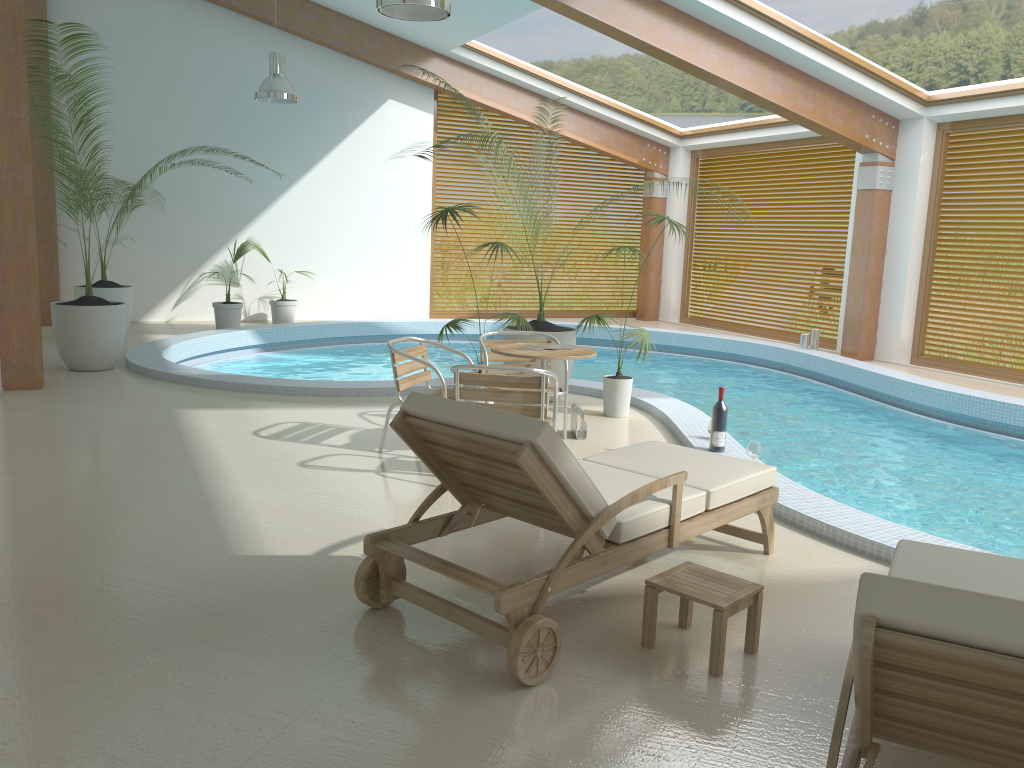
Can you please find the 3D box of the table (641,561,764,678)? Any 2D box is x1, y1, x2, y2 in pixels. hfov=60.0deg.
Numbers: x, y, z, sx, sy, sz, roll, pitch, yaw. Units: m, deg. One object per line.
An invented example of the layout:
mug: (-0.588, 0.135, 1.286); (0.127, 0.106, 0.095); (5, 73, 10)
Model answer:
table: (0.688, 0.840, 3.212); (0.320, 0.255, 0.283); (11, 13, 42)

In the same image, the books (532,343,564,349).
books: (0.244, -0.253, 5.975); (0.166, 0.004, 0.241); (5, 10, 16)

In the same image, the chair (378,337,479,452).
chair: (-0.528, 0.073, 6.011); (0.563, 0.727, 0.618); (5, 10, 17)

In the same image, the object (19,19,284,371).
object: (-4.067, -1.645, 8.663); (2.979, 2.960, 2.729); (8, 11, 30)

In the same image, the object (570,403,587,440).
object: (0.498, 0.274, 6.601); (0.081, 0.223, 0.272); (1, 10, -5)

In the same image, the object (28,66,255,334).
object: (-4.896, -2.051, 10.867); (2.729, 2.960, 2.979); (-7, 13, -44)

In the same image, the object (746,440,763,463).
object: (1.550, 0.435, 5.674); (0.102, 0.137, 0.102); (-1, 10, -16)

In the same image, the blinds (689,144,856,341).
blinds: (4.137, -2.234, 14.028); (0.095, 2.921, 4.200); (-2, 11, -25)

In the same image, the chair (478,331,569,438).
chair: (0.065, -0.001, 6.578); (0.618, 0.727, 0.563); (0, 10, -13)

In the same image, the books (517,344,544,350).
books: (0.148, -0.245, 5.931); (0.166, 0.004, 0.241); (5, 10, 16)

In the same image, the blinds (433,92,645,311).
blinds: (0.470, -3.211, 15.601); (4.500, 4.025, 0.099); (-2, 11, -25)

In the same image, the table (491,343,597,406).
table: (0.196, 0.125, 5.926); (0.700, 0.720, 0.700); (1, 10, -6)

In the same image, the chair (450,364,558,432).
chair: (-0.053, 0.213, 5.289); (0.618, 0.727, 0.563); (3, 10, 7)

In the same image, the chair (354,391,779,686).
chair: (0.361, 0.426, 3.749); (0.861, 0.866, 1.903); (11, 13, 42)

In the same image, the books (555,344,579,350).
books: (0.349, -0.253, 6.025); (0.166, 0.004, 0.241); (5, 10, 16)

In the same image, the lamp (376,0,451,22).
lamp: (-0.629, -3.482, 5.855); (0.506, 1.958, 0.505); (-2, 11, -25)

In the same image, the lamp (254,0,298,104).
lamp: (-2.765, -4.331, 10.370); (0.506, 1.958, 0.505); (-2, 11, -25)

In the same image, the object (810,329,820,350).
object: (4.201, -0.600, 12.300); (0.115, 0.320, 0.115); (6, 10, 23)

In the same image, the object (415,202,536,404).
object: (-0.295, -0.588, 7.106); (1.059, 1.695, 0.791); (4, 10, 10)

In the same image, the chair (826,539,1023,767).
chair: (1.293, 0.717, 2.252); (0.861, 0.866, 1.903); (7, 11, 26)

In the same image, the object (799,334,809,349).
object: (3.959, -0.581, 12.005); (0.115, 0.204, 0.115); (5, 10, 15)

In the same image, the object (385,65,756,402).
object: (0.386, -1.298, 7.632); (2.979, 2.960, 2.729); (1, 10, -8)

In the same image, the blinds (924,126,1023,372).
blinds: (6.259, -1.391, 9.543); (0.095, 2.921, 4.200); (-2, 11, -25)

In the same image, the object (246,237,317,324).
object: (-3.356, -1.508, 12.975); (1.067, 1.310, 0.822); (0, 10, -13)

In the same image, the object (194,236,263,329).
object: (-3.857, -1.408, 12.272); (0.822, 1.310, 1.067); (5, 10, 14)

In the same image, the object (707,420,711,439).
object: (1.439, 0.325, 6.297); (0.102, 0.137, 0.102); (-1, 10, -16)

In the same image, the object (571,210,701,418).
object: (0.990, -0.568, 7.279); (0.791, 1.695, 1.059); (-5, 12, -38)

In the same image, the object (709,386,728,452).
object: (1.385, 0.233, 5.927); (0.109, 0.435, 0.109); (4, 10, 9)
